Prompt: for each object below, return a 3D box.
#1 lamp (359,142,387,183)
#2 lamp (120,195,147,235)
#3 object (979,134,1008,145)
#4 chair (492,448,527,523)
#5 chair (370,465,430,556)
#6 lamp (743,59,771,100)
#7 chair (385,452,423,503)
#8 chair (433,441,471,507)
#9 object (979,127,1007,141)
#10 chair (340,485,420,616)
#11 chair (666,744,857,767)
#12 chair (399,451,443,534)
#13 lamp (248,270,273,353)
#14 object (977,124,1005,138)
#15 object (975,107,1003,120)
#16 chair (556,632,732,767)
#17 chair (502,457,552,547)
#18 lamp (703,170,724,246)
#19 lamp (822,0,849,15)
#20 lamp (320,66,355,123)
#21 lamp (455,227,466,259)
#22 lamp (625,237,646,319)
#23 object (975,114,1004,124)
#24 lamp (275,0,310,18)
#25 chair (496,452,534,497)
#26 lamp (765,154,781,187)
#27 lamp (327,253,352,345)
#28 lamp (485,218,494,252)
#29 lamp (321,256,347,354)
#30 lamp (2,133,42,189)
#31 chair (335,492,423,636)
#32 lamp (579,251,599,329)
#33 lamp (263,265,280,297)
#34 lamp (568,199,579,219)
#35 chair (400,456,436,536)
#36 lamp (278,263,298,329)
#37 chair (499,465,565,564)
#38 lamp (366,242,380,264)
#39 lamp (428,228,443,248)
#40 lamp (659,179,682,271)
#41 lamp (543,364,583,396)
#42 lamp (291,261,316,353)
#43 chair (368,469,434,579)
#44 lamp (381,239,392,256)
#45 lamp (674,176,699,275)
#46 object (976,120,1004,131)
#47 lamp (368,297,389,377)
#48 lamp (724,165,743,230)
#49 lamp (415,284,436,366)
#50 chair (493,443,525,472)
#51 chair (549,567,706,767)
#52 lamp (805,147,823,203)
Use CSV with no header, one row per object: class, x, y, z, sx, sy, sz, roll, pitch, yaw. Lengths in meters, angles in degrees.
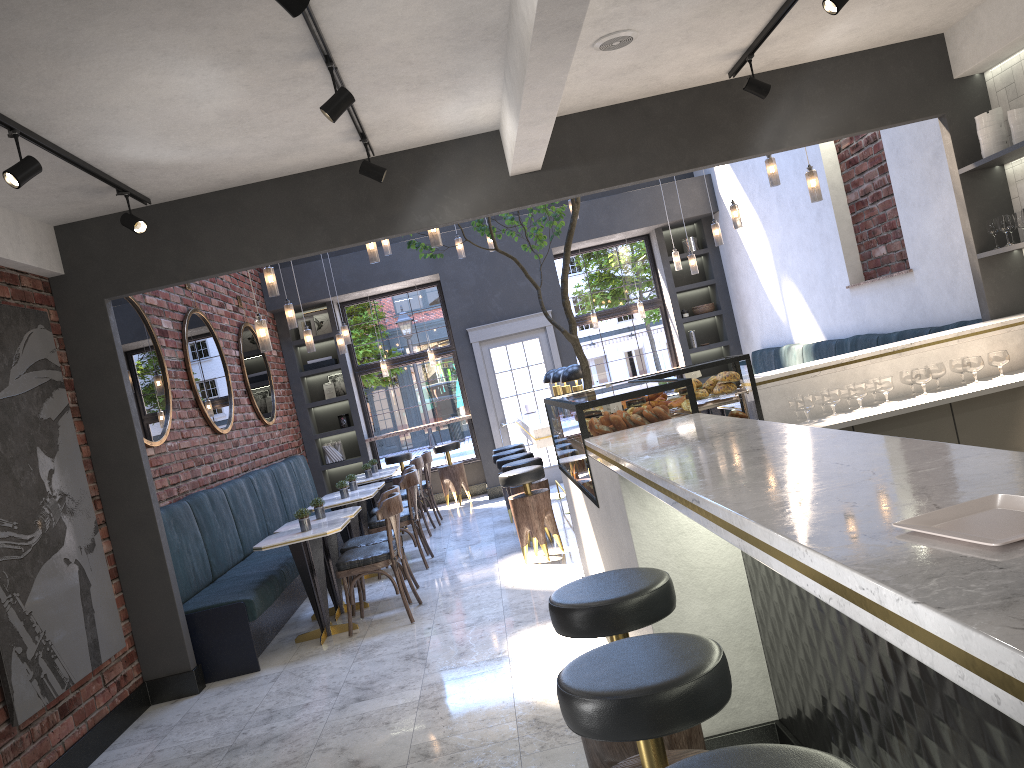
lamp,-0.798,-1.249,5.018,0.157,0.238,0.087,-13,1,-8
lamp,-2.128,-0.944,4.965,0.157,0.235,0.087,-12,1,39
object,2.953,-1.480,5.430,0.153,0.062,0.153,-13,0,27
chair,0.049,1.059,9.220,0.370,0.737,0.372,-13,1,-11
chair,-1.108,1.266,8.650,0.521,0.851,0.538,-13,1,-9
lamp,1.399,-1.749,5.101,0.157,0.235,0.087,-13,1,-8
chair,-1.418,1.335,11.746,0.370,0.821,0.372,-14,1,-40
chair,-0.788,1.191,11.747,0.371,0.821,0.371,-14,1,-40
object,2.944,-1.511,5.428,0.153,0.075,0.153,-13,1,-35
chair,-1.034,1.260,6.818,0.521,0.851,0.538,-13,1,-1
chair,0.415,0.983,1.255,0.372,0.821,0.370,-12,1,41
chair,-1.113,1.256,10.379,0.521,0.851,0.497,-13,1,-3
lamp,-2.143,-2.225,6.072,0.078,4.105,0.078,-13,1,-17
object,2.936,-1.539,5.427,0.153,0.060,0.153,-13,0,-20
object,2.914,-1.634,5.420,0.153,0.070,0.153,-12,1,44
chair,0.361,0.991,1.909,0.370,0.821,0.371,-13,1,7
chair,0.166,1.041,7.831,0.372,0.737,0.370,-12,1,25
lamp,1.597,-3.372,8.732,0.078,4.105,0.078,-14,1,-40
lamp,1.434,-1.750,3.906,0.157,0.235,0.087,-13,1,-8
lamp,-0.762,-1.250,3.823,0.157,0.238,0.087,-13,1,-8
lamp,-1.004,-3.389,9.728,0.078,4.105,0.078,-13,1,-17
lamp,1.631,-1.593,12.088,0.078,1.429,0.078,-12,1,28
object,2.924,-1.604,5.421,0.153,0.067,0.153,-12,1,44
lamp,-0.709,-1.255,2.729,0.088,0.238,0.157,-12,1,37
chair,0.106,1.050,8.529,0.372,0.737,0.370,-12,1,41
lamp,1.623,-3.565,6.963,0.078,4.105,0.078,-13,1,-17
lamp,-2.367,-2.465,10.309,0.078,4.105,0.078,-13,1,-17
lamp,-0.678,-3.562,10.368,0.078,4.105,0.078,-13,1,-17
lamp,-2.315,-2.336,9.738,0.078,4.105,0.078,-13,1,-17
lamp,-2.091,-0.946,3.769,0.088,0.238,0.157,-12,1,37
chair,-0.952,1.245,6.242,0.521,0.851,0.538,-13,1,-1
lamp,0.991,-1.447,12.064,0.078,1.429,0.078,-14,1,-40
lamp,-2.273,-2.674,6.750,0.078,4.105,0.078,-13,1,-17
lamp,0.253,-3.833,9.829,0.078,4.105,0.078,-13,1,-17
chair,-1.156,1.269,9.797,0.521,0.851,0.538,-13,1,-1
lamp,-2.413,-2.501,7.908,0.078,4.105,0.078,-13,1,5
chair,0.151,1.049,7.126,0.372,0.737,0.370,-12,1,41
lamp,-1.536,-2.961,6.958,0.078,4.105,0.078,-12,1,28
lamp,-0.975,-2.953,6.113,0.078,4.105,0.078,-12,1,28
lamp,1.530,-3.355,10.506,0.078,4.105,0.078,-13,1,-17
lamp,-0.272,-1.211,4.882,4.180,3.257,8.840,-13,0,-19
lamp,-2.395,-2.310,8.554,0.078,4.105,0.078,-13,1,5
chair,-1.022,1.250,8.021,0.521,0.851,0.538,-13,1,-1
lamp,-1.760,-3.366,9.320,0.078,4.105,0.078,-13,1,-17
lamp,1.586,-3.227,9.845,0.078,4.105,0.078,-13,1,-17
object,2.929,-1.574,5.423,0.154,0.076,0.153,-13,0,19
lamp,-1.859,-0.796,11.957,0.078,1.429,0.078,-12,1,28
lamp,1.612,-3.420,8.060,0.078,4.105,0.078,-14,1,-40
lamp,-1.218,-0.942,11.981,0.078,1.429,0.078,-14,1,-40
chair,0.041,1.056,9.930,0.372,0.737,0.370,-12,1,41
chair,0.370,0.985,2.596,0.371,0.821,0.371,-14,1,-40
lamp,1.712,-3.298,6.268,0.078,4.105,0.078,-13,1,-17
